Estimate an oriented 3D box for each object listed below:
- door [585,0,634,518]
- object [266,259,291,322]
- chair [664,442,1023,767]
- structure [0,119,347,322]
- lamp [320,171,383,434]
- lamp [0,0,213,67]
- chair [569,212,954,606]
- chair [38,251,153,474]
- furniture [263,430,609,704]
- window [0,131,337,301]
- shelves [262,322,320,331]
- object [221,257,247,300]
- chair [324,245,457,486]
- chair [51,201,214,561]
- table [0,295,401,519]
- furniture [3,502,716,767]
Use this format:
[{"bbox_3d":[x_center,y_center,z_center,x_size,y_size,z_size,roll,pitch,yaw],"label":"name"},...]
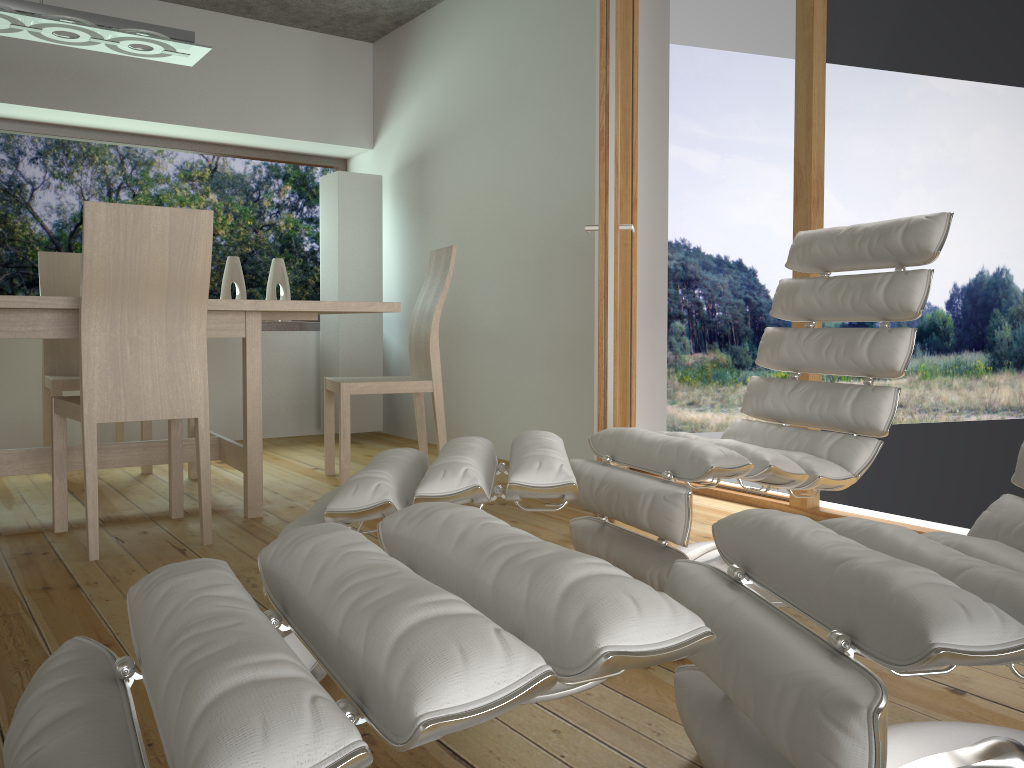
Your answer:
[{"bbox_3d":[0.406,-0.776,3.420,0.163,2.415,0.936,0,2,10],"label":"door"},{"bbox_3d":[-1.431,-0.573,5.428,0.153,0.384,0.153,-2,3,-38],"label":"object"},{"bbox_3d":[0.710,0.109,1.197,0.914,0.968,0.570,0,3,-10],"label":"chair"},{"bbox_3d":[-3.013,-0.835,4.431,4.877,1.152,0.526,-2,3,-34],"label":"structure"},{"bbox_3d":[-0.951,-0.474,5.247,0.280,1.498,0.280,-1,3,-35],"label":"lamp"},{"bbox_3d":[-1.844,-1.625,3.085,1.491,0.718,0.290,-2,3,-34],"label":"lamp"},{"bbox_3d":[0.648,0.031,2.389,0.914,0.968,0.570,-1,3,-25],"label":"chair"},{"bbox_3d":[-1.940,-0.109,4.089,0.404,1.016,0.506,-2,3,-36],"label":"chair"},{"bbox_3d":[-0.111,0.331,1.832,0.686,0.439,0.570,0,3,1],"label":"furniture"},{"bbox_3d":[-2.891,-0.887,4.774,4.188,0.977,0.012,-2,3,-34],"label":"window"},{"bbox_3d":[-3.001,-0.291,4.433,4.872,0.054,0.404,-2,5,-34],"label":"shelves"},{"bbox_3d":[-1.656,-0.563,5.273,0.153,0.384,0.153,-2,3,-38],"label":"object"},{"bbox_3d":[-0.535,-0.093,3.883,0.506,1.016,0.405,-1,2,-21],"label":"chair"},{"bbox_3d":[-1.186,-0.022,2.781,0.404,1.016,0.506,-1,3,-35],"label":"chair"},{"bbox_3d":[-1.784,0.086,3.096,2.501,0.755,1.201,-2,4,-32],"label":"table"},{"bbox_3d":[-0.151,0.389,0.942,0.686,0.439,0.570,-2,4,-28],"label":"furniture"}]
